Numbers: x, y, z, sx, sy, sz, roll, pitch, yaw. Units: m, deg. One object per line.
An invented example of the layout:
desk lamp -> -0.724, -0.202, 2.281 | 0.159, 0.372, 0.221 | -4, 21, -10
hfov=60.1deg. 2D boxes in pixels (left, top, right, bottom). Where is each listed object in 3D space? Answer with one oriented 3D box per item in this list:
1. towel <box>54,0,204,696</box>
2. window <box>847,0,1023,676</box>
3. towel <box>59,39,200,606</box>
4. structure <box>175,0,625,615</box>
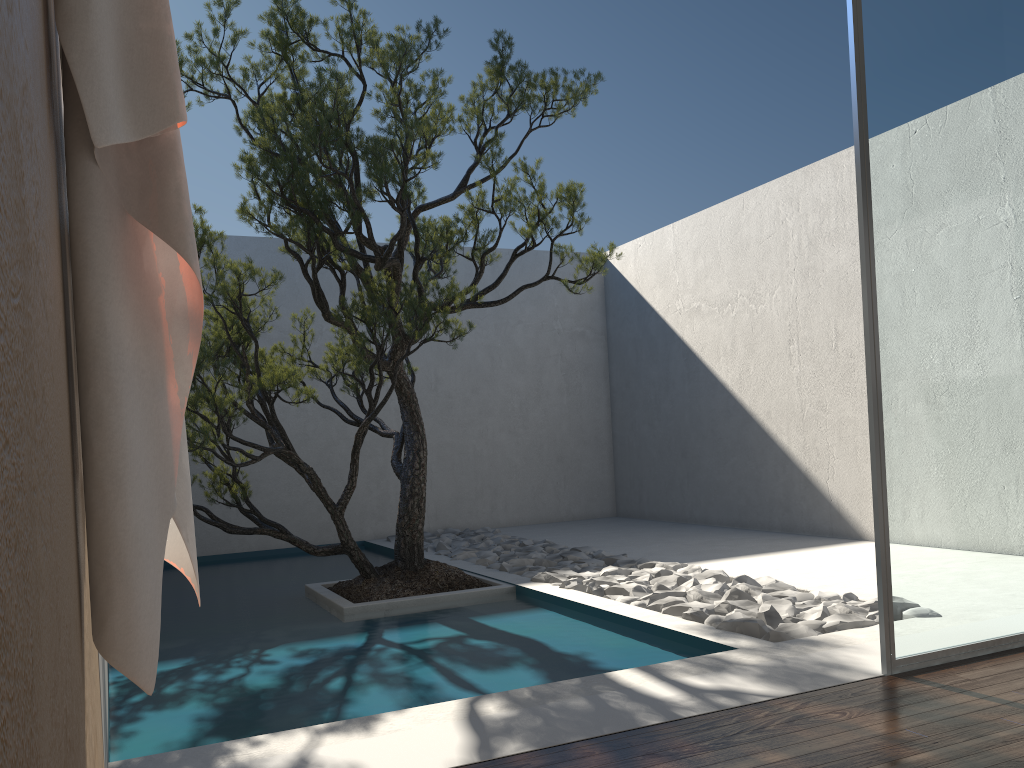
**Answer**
towel -> -0.517, -0.375, 1.165 | 0.181, 1.541, 0.401 | -3, 0, -18
window -> 1.973, -0.578, 3.232 | 1.883, 3.001, 0.021 | -3, 0, -25
towel -> -0.654, -0.360, 1.484 | 0.173, 1.508, 0.418 | -3, 0, -21
structure -> -0.900, -0.285, 4.997 | 2.583, 3.467, 2.526 | -2, -1, -32
